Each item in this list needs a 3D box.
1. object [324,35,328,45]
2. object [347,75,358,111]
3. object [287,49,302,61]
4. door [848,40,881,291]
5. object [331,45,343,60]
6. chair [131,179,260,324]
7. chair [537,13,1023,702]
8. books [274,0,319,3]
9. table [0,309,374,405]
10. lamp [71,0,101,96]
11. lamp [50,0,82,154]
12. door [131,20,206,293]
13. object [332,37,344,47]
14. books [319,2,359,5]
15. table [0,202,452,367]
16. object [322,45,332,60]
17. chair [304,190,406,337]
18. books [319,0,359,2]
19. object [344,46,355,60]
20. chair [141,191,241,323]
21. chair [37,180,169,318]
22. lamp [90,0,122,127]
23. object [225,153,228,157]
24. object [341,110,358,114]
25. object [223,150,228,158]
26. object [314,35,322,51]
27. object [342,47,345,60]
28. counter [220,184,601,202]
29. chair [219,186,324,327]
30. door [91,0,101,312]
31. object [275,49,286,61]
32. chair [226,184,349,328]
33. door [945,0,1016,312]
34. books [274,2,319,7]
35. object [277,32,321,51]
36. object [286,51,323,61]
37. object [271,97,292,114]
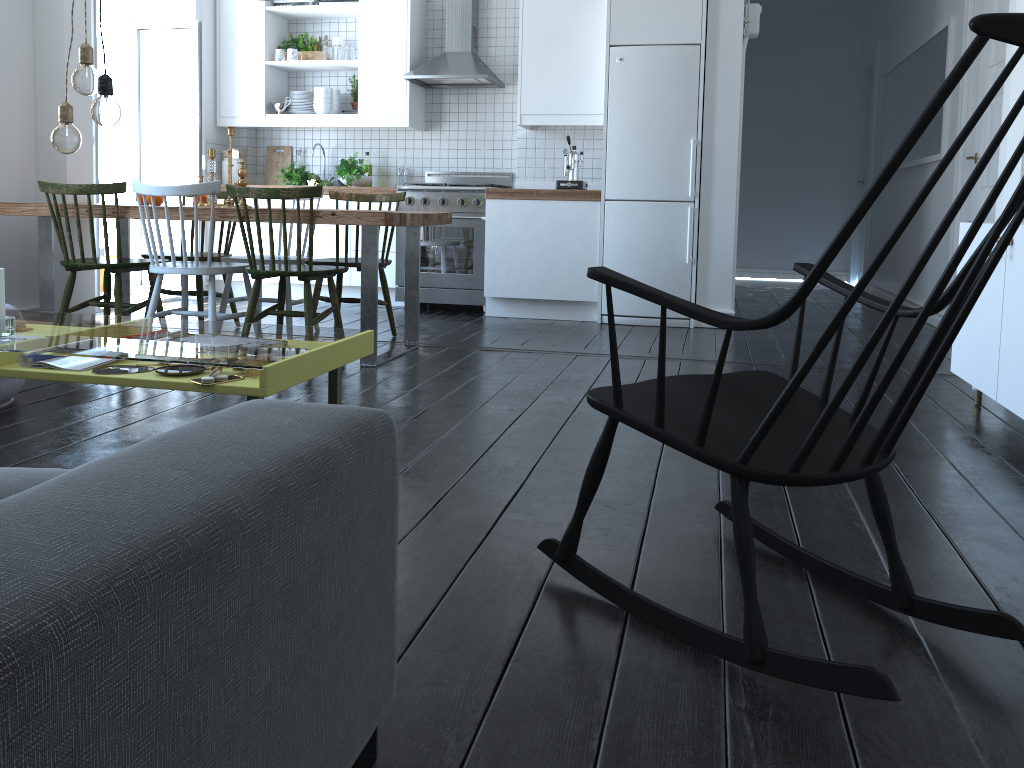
[{"bbox_3d":[-1.462,-2.624,6.925,0.056,0.231,0.056,3,5,16],"label":"object"},{"bbox_3d":[-1.185,-2.260,6.882,0.171,0.362,0.166,-4,8,-40],"label":"object"},{"bbox_3d":[-1.675,-2.521,6.772,0.108,0.099,0.084,2,7,2],"label":"object"},{"bbox_3d":[3.734,-2.247,9.241,0.116,2.449,1.083,2,6,12],"label":"door"},{"bbox_3d":[-1.322,-2.500,6.659,0.086,0.118,0.087,6,9,35],"label":"object"},{"bbox_3d":[-1.514,-0.550,4.211,0.467,0.833,0.515,3,7,13],"label":"chair"},{"bbox_3d":[0.524,-0.057,1.565,0.613,0.994,0.916,-3,9,-32],"label":"chair"},{"bbox_3d":[-1.644,-2.956,6.853,0.329,0.030,0.263,3,11,10],"label":"books"},{"bbox_3d":[-1.135,0.059,2.310,1.402,0.395,0.609,4,10,13],"label":"table"},{"bbox_3d":[-1.095,-1.492,2.245,0.074,1.482,0.075,-1,5,-30],"label":"lamp"},{"bbox_3d":[-1.139,-1.338,2.241,0.075,1.482,0.089,5,6,36],"label":"lamp"},{"bbox_3d":[-2.584,-1.681,6.579,0.586,2.005,0.106,2,5,7],"label":"door"},{"bbox_3d":[-1.363,-2.598,6.895,0.085,0.220,0.085,3,6,20],"label":"object"},{"bbox_3d":[-1.272,-2.892,6.778,0.350,0.037,0.265,4,11,12],"label":"books"},{"bbox_3d":[-1.532,-0.569,4.618,2.229,0.708,1.032,4,9,13],"label":"table"},{"bbox_3d":[-1.402,-2.508,6.693,0.086,0.118,0.087,6,9,35],"label":"object"},{"bbox_3d":[-0.870,-0.657,4.865,0.468,0.819,0.491,3,6,11],"label":"chair"},{"bbox_3d":[-1.271,-2.920,6.785,0.341,0.015,0.278,4,12,14],"label":"books"},{"bbox_3d":[-1.235,-2.505,6.694,0.086,0.118,0.087,-1,7,-18],"label":"object"},{"bbox_3d":[-1.823,-0.718,5.059,0.468,0.818,0.491,3,6,11],"label":"chair"},{"bbox_3d":[-1.989,-0.578,4.336,0.468,0.819,0.491,3,6,11],"label":"chair"},{"bbox_3d":[-1.036,-1.405,2.226,0.074,1.482,0.087,-1,5,-26],"label":"lamp"},{"bbox_3d":[-2.221,-1.696,6.927,0.118,0.249,0.061,7,7,42],"label":"object"},{"bbox_3d":[-1.228,-2.076,6.767,0.246,0.042,0.281,2,11,5],"label":"object"},{"bbox_3d":[-2.233,-1.697,6.905,0.054,0.260,0.151,0,6,-12],"label":"object"},{"bbox_3d":[-1.520,-2.615,6.894,0.060,0.222,0.060,1,5,-4],"label":"object"},{"bbox_3d":[-1.303,-2.517,6.747,0.086,0.118,0.087,-1,7,-18],"label":"object"},{"bbox_3d":[-0.831,-1.416,6.526,3.102,0.073,0.859,4,11,13],"label":"counter"},{"bbox_3d":[-1.345,-0.701,4.989,0.467,0.833,0.515,3,7,13],"label":"chair"},{"bbox_3d":[-2.835,-1.468,5.479,0.587,2.005,0.105,3,5,19],"label":"door"},{"bbox_3d":[-1.792,-2.532,6.814,0.083,0.099,0.110,-1,9,-18],"label":"object"},{"bbox_3d":[-1.037,-0.517,4.141,0.468,0.818,0.491,3,6,11],"label":"chair"},{"bbox_3d":[2.804,-1.458,5.166,0.116,2.449,1.052,2,6,12],"label":"door"},{"bbox_3d":[-1.631,-2.920,6.863,0.351,0.043,0.263,4,11,14],"label":"books"},{"bbox_3d":[-1.692,-2.644,6.946,0.347,0.252,0.165,2,7,3],"label":"object"},{"bbox_3d":[-1.621,-2.554,6.936,0.393,0.102,0.155,4,10,13],"label":"object"},{"bbox_3d":[-1.778,-2.140,6.783,0.210,0.133,0.103,6,8,25],"label":"object"}]
